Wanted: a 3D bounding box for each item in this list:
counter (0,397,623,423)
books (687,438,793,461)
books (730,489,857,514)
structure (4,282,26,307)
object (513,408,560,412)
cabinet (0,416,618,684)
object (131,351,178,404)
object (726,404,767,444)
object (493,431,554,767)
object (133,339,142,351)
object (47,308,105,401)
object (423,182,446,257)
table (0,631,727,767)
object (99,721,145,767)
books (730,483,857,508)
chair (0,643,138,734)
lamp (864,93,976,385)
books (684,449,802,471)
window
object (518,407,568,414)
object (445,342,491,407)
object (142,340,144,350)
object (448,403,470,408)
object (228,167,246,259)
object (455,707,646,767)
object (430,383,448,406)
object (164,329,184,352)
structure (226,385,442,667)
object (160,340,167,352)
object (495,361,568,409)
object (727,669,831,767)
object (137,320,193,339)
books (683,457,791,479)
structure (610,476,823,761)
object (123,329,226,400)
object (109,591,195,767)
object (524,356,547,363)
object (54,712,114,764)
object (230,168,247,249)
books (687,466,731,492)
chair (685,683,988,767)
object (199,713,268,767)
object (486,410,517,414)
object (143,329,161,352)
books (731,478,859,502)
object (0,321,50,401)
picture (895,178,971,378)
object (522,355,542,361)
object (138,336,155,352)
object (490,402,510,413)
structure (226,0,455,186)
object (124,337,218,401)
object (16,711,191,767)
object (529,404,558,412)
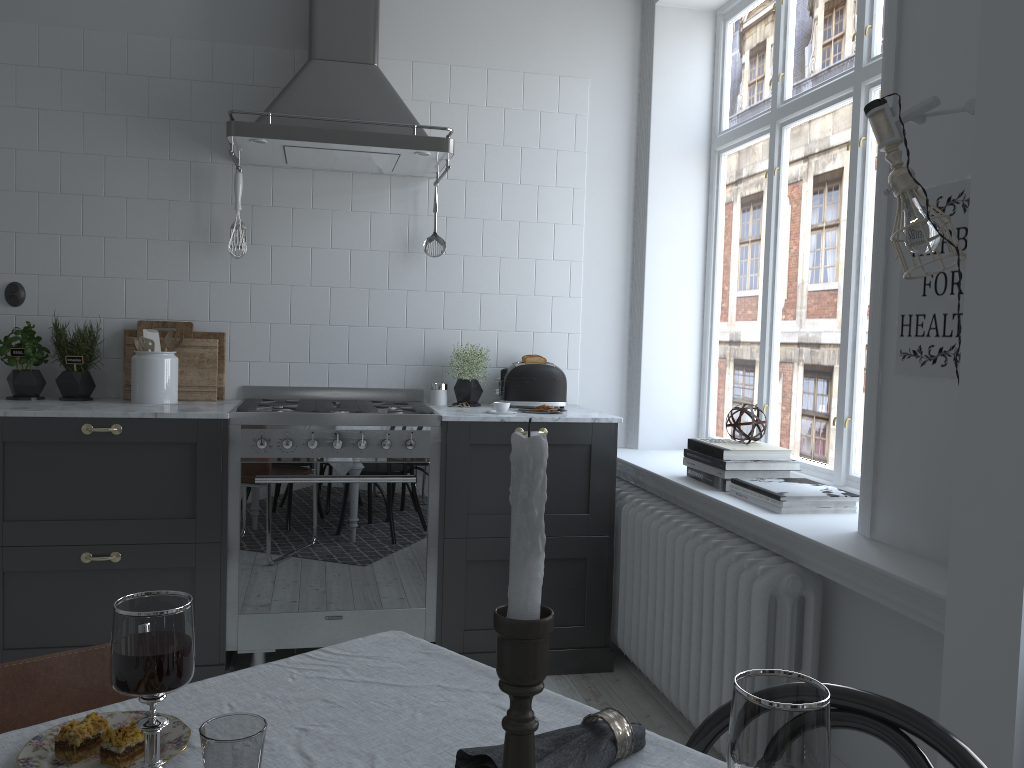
[{"bbox_3d":[-1.528,0.089,3.422,3.902,0.020,0.624,1,3,-13],"label":"counter"},{"bbox_3d":[0.822,0.238,3.226,0.259,0.038,0.325,1,3,-11],"label":"books"},{"bbox_3d":[0.897,0.375,2.857,0.254,0.019,0.343,1,3,-13],"label":"books"},{"bbox_3d":[-2.016,-0.363,3.591,0.079,0.103,0.032,1,3,-12],"label":"structure"},{"bbox_3d":[0.100,0.108,3.653,0.209,0.008,0.018,3,3,22],"label":"object"},{"bbox_3d":[-1.541,0.605,3.439,3.897,1.012,0.646,1,3,-13],"label":"cabinet"},{"bbox_3d":[-1.435,-0.028,3.563,0.174,0.208,0.174,1,3,-17],"label":"object"},{"bbox_3d":[0.856,0.145,3.240,0.147,0.148,0.147,1,3,-21],"label":"object"},{"bbox_3d":[0.006,0.251,0.661,0.089,0.432,0.089,2,3,10],"label":"object"},{"bbox_3d":[-1.464,-0.054,3.550,0.117,0.251,0.061,3,3,17],"label":"object"},{"bbox_3d":[-1.744,-0.118,3.543,0.186,0.367,0.196,4,4,32],"label":"object"},{"bbox_3d":[-0.334,-0.716,3.861,0.101,0.331,0.030,2,3,-2],"label":"object"},{"bbox_3d":[0.135,0.900,0.453,2.179,0.842,1.210,5,4,44],"label":"table"},{"bbox_3d":[-0.446,0.415,1.026,0.036,0.039,0.051,3,3,27],"label":"object"},{"bbox_3d":[0.897,0.356,2.862,0.254,0.019,0.337,1,3,-14],"label":"books"},{"bbox_3d":[-0.626,0.844,1.185,0.546,0.837,0.593,-1,4,-41],"label":"chair"},{"bbox_3d":[0.878,-0.128,1.879,0.131,0.977,0.312,-1,4,-38],"label":"lamp"},{"bbox_3d":[0.827,0.273,3.216,0.287,0.031,0.351,1,3,-13],"label":"books"},{"bbox_3d":[1.123,-0.652,3.309,0.061,2.080,1.716,1,3,-13],"label":"window"},{"bbox_3d":[0.127,0.112,3.698,0.209,0.011,0.209,3,3,25],"label":"object"},{"bbox_3d":[-0.190,-0.045,3.892,0.210,0.283,0.220,2,3,0],"label":"object"},{"bbox_3d":[-1.450,-0.056,3.597,0.118,0.250,0.033,1,3,-12],"label":"object"},{"bbox_3d":[-0.231,0.091,3.815,0.091,0.018,0.062,1,3,-15],"label":"object"},{"bbox_3d":[-1.132,-0.707,3.662,0.074,0.381,0.076,0,4,-32],"label":"object"},{"bbox_3d":[0.043,0.421,1.027,0.165,0.061,0.247,3,3,27],"label":"object"},{"bbox_3d":[-0.319,0.046,3.884,0.072,0.095,0.072,4,4,33],"label":"object"},{"bbox_3d":[-1.408,-0.077,3.605,0.131,0.296,0.056,0,4,-33],"label":"object"},{"bbox_3d":[-0.726,0.580,3.616,0.779,1.096,0.651,1,3,-13],"label":"structure"},{"bbox_3d":[-1.417,-0.054,3.608,0.114,0.247,0.050,5,4,42],"label":"object"},{"bbox_3d":[0.085,-0.001,3.958,0.326,0.207,0.219,1,3,-8],"label":"object"},{"bbox_3d":[0.225,0.364,0.759,0.083,0.215,0.083,1,3,-8],"label":"object"},{"bbox_3d":[-1.449,-0.097,3.698,0.220,0.330,0.041,1,3,-13],"label":"object"},{"bbox_3d":[0.813,0.303,3.227,0.259,0.031,0.328,1,3,-14],"label":"books"},{"bbox_3d":[0.609,0.836,3.259,0.245,0.753,1.673,1,3,-13],"label":"structure"},{"bbox_3d":[-1.420,-0.078,3.738,0.400,0.290,0.030,1,3,-13],"label":"object"},{"bbox_3d":[-0.379,0.335,0.936,0.083,0.215,0.083,1,3,-8],"label":"object"},{"bbox_3d":[0.102,-0.069,3.915,0.107,0.110,0.010,1,3,-8],"label":"object"},{"bbox_3d":[-0.501,0.411,1.037,0.038,0.041,0.057,3,3,21],"label":"object"},{"bbox_3d":[-1.140,-0.733,3.692,0.066,0.332,0.024,1,3,-8],"label":"object"},{"bbox_3d":[0.823,0.341,3.220,0.259,0.044,0.351,1,3,-11],"label":"books"},{"bbox_3d":[0.261,0.849,0.946,0.463,0.909,0.564,4,4,41],"label":"chair"},{"bbox_3d":[-0.287,0.398,0.913,0.066,0.094,0.066,0,3,-24],"label":"object"},{"bbox_3d":[-0.043,0.114,3.582,0.126,0.008,0.126,3,3,14],"label":"object"},{"bbox_3d":[-1.437,-0.074,3.571,0.064,0.290,0.141,-1,4,-39],"label":"object"},{"bbox_3d":[0.907,0.339,2.860,0.274,0.016,0.341,1,3,-11],"label":"books"},{"bbox_3d":[-1.938,-0.094,3.517,0.172,0.311,0.179,2,3,-2],"label":"object"},{"bbox_3d":[1.028,-0.247,2.122,0.003,0.457,0.311,1,3,-13],"label":"picture"},{"bbox_3d":[0.093,-0.078,3.992,0.107,0.110,0.010,1,3,-8],"label":"object"},{"bbox_3d":[-1.465,-0.058,3.525,0.054,0.262,0.149,-1,4,-38],"label":"object"},{"bbox_3d":[-0.043,0.095,3.580,0.072,0.040,0.070,1,3,-20],"label":"object"},{"bbox_3d":[-0.672,-1.400,3.548,0.843,1.079,0.567,1,3,-13],"label":"structure"},{"bbox_3d":[-1.412,-0.060,3.684,0.360,0.261,0.053,1,3,-13],"label":"object"},{"bbox_3d":[-0.473,0.426,1.035,0.182,0.013,0.182,1,3,-13],"label":"object"},{"bbox_3d":[0.133,0.101,3.697,0.119,0.031,0.074,3,3,20],"label":"object"}]
